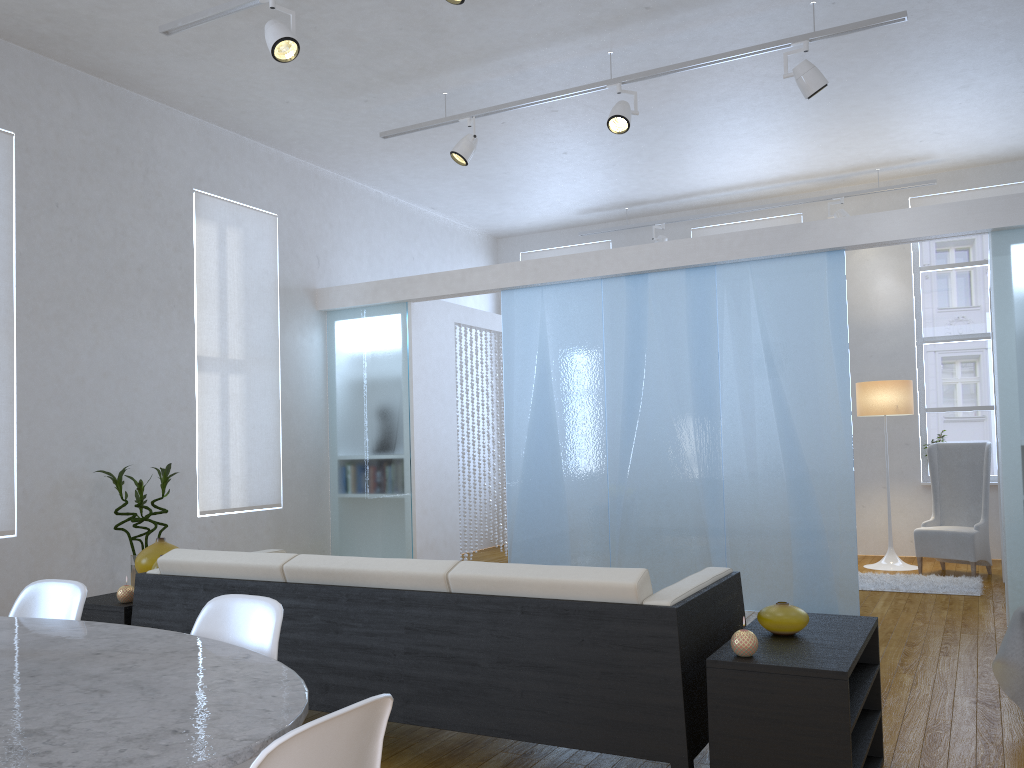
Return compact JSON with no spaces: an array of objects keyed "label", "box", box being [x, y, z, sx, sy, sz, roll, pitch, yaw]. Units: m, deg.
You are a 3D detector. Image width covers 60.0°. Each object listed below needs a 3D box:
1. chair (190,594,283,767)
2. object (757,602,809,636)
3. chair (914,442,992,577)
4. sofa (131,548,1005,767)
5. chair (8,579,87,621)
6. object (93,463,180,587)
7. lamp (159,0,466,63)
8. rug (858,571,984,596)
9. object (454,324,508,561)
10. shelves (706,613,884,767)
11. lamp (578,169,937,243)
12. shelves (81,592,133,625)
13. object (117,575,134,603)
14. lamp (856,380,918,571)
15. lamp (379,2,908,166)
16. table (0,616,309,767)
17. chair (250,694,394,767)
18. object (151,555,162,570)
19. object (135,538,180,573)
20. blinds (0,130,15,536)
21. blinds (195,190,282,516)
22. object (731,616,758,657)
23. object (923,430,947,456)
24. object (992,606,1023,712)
[{"label":"chair","box":[-0.699,0.648,1.840,0.406,0.351,0.419,-4,-4,31]},{"label":"object","box":[0.794,0.686,2.599,0.146,0.090,0.147,0,-4,-21]},{"label":"chair","box":[3.248,0.913,6.515,0.378,0.960,0.472,0,-3,-37]},{"label":"sofa","box":[0.015,0.958,3.774,5.340,0.678,9.732,-4,-5,28]},{"label":"chair","box":[-1.290,0.687,2.177,0.406,0.351,0.419,-3,-4,27]},{"label":"object","box":[-2.122,0.941,4.997,0.380,0.979,0.484,-2,-3,0]},{"label":"lamp","box":[-0.290,-1.707,3.522,3.120,0.486,0.223,-4,-3,28]},{"label":"rug","box":[2.660,1.359,6.130,1.096,0.047,0.757,-4,-5,27]},{"label":"object","box":[-0.234,0.533,7.451,0.051,2.013,0.923,-3,-3,28]},{"label":"shelves","box":[0.838,0.953,2.551,0.349,0.450,0.730,-3,-4,28]},{"label":"lamp","box":[2.041,-1.465,7.860,3.120,0.486,0.197,-3,-3,26]},{"label":"shelves","box":[-1.449,1.099,3.758,0.349,0.450,0.730,-3,-4,28]},{"label":"object","box":[-1.510,0.802,3.471,0.071,0.104,0.071,0,-3,-35]},{"label":"lamp","box":[2.946,0.707,6.949,0.413,1.448,0.413,1,-3,-43]},{"label":"lamp","box":[0.532,-1.625,5.003,3.119,0.486,0.205,-3,-3,25]},{"label":"table","box":[-1.195,0.859,1.643,1.911,0.622,1.071,-3,-4,27]},{"label":"chair","box":[-0.384,0.595,1.212,0.419,0.351,0.406,-3,-4,30]},{"label":"object","box":[-1.438,0.785,3.654,0.095,0.160,0.096,-1,-3,-21]},{"label":"object","box":[-1.509,0.770,3.810,0.207,0.215,0.207,0,-3,-21]},{"label":"blinds","box":[-2.786,-0.289,4.304,0.007,2.108,0.762,-3,-3,28]},{"label":"blinds","box":[-1.859,-0.191,6.058,0.007,2.109,0.762,-3,-3,28]},{"label":"object","box":[0.616,0.667,2.350,0.071,0.104,0.071,0,-3,-35]},{"label":"object","box":[3.565,0.603,7.409,0.175,0.436,0.237,0,-3,-38]},{"label":"object","box":[2.061,0.840,3.089,0.635,0.686,0.646,0,-3,-24]}]
